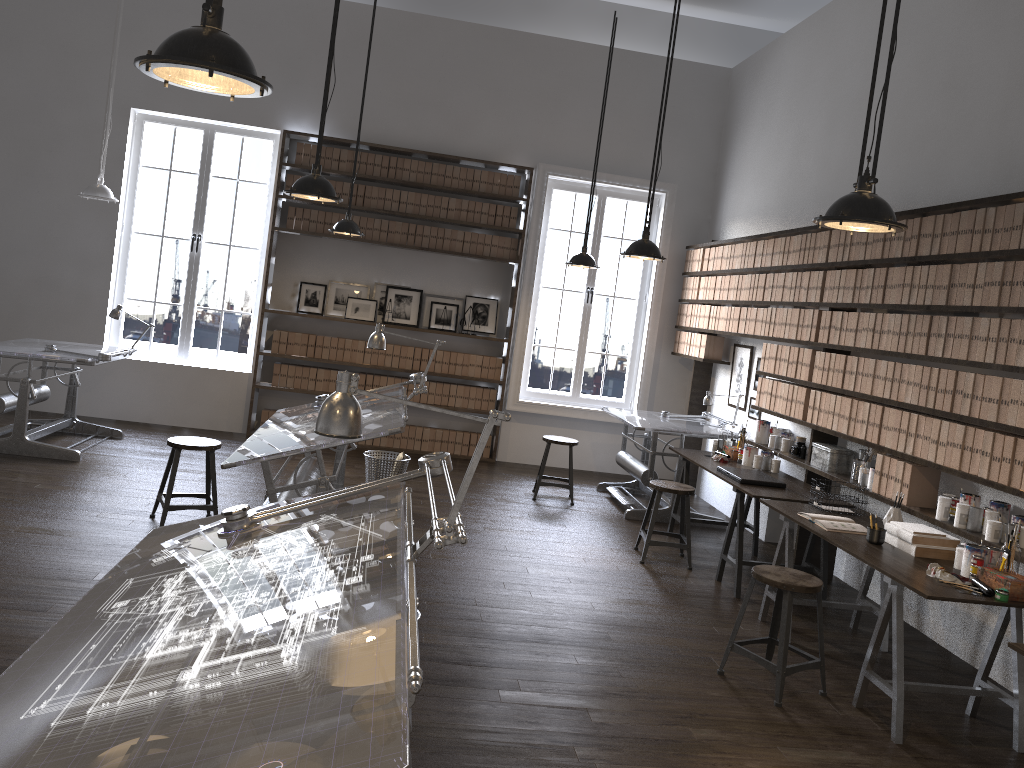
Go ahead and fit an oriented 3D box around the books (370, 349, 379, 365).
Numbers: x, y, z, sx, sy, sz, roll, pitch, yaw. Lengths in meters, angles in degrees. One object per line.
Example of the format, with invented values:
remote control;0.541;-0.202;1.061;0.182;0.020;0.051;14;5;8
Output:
books;-1.383;-0.308;8.949;0.066;0.225;0.175;7;3;-8

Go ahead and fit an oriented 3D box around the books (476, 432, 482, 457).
books;-0.338;0.625;9.129;0.066;0.225;0.175;7;3;-8

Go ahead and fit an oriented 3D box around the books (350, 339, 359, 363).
books;-1.585;-0.333;8.921;0.066;0.225;0.175;7;3;-8

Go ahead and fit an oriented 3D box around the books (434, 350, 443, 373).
books;-0.749;-0.232;9.029;0.066;0.225;0.175;7;3;-8

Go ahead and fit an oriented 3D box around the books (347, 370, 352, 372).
books;-1.659;-0.018;8.930;0.066;0.225;0.175;7;3;-8

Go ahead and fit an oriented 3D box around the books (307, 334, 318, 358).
books;-2.000;-0.382;8.863;0.067;0.225;0.175;7;3;-8

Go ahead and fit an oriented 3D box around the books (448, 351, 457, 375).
books;-0.610;-0.215;9.051;0.066;0.225;0.175;7;3;-8

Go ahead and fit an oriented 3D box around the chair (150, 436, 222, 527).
chair;-1.975;0.611;5.429;0.371;0.527;0.360;6;3;-29

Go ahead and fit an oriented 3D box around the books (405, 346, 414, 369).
books;-1.041;-0.267;8.992;0.066;0.225;0.175;7;3;-8

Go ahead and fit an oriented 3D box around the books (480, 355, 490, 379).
books;-0.282;-0.176;9.093;0.066;0.225;0.175;7;3;-8

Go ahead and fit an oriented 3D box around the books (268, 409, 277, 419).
books;-2.397;0.378;8.856;0.066;0.225;0.175;7;3;-8

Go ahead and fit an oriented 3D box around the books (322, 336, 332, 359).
books;-1.856;-0.365;8.883;0.066;0.225;0.175;7;3;-8

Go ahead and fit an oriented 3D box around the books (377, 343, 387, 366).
books;-1.314;-0.300;8.959;0.066;0.225;0.175;7;3;-8

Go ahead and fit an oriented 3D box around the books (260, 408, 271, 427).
books;-2.465;0.369;8.849;0.066;0.225;0.175;7;3;-8

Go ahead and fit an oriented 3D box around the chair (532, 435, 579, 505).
chair;0.384;0.732;7.613;0.358;0.527;0.372;8;3;1

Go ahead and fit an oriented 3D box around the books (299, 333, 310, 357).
books;-2.073;-0.391;8.859;0.066;0.225;0.175;7;3;-8

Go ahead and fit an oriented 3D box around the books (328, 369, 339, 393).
books;-1.795;-0.034;8.906;0.067;0.225;0.175;7;3;-8

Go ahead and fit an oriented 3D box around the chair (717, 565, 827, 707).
chair;1.243;1.148;4.116;0.357;0.527;0.373;6;4;-34

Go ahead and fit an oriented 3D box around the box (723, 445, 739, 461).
box;1.698;0.526;6.705;0.137;0.083;0.212;7;5;-8

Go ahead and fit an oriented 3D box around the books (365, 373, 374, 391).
books;-1.445;0.008;8.953;0.067;0.225;0.175;7;3;-8

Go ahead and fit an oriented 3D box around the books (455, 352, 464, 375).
books;-0.543;-0.207;9.054;0.067;0.225;0.175;7;3;-8

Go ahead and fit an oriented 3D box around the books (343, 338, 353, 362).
books;-1.650;-0.340;8.908;0.067;0.225;0.175;7;3;-8

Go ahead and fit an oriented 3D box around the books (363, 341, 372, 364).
books;-1.451;-0.316;8.936;0.067;0.225;0.175;7;3;-8

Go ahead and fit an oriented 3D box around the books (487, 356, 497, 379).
books;-0.213;-0.168;9.104;0.066;0.225;0.175;7;3;-8

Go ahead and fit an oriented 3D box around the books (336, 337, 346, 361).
books;-1.717;-0.349;8.905;0.066;0.225;0.175;7;3;-8

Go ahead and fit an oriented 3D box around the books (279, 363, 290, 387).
books;-2.271;-0.091;8.843;0.066;0.225;0.175;7;3;-8

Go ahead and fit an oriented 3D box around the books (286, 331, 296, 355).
books;-2.199;-0.406;8.836;0.067;0.225;0.175;7;3;-8

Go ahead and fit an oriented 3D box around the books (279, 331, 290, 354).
books;-2.270;-0.415;8.826;0.066;0.225;0.175;7;3;-8

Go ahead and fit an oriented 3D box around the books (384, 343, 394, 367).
books;-1.245;-0.292;8.965;0.066;0.225;0.175;7;3;-8

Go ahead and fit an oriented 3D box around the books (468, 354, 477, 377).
books;-0.416;-0.192;9.074;0.066;0.225;0.175;7;3;-8

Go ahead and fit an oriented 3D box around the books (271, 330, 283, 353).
books;-2.342;-0.424;8.820;0.066;0.225;0.175;7;3;-8

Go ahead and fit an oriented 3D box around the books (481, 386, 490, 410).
books;-0.280;0.148;9.111;0.066;0.225;0.175;7;3;-8

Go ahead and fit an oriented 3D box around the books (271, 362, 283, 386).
books;-2.342;-0.099;8.833;0.067;0.225;0.175;7;3;-8

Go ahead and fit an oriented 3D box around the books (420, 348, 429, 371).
books;-0.893;-0.249;9.009;0.067;0.225;0.175;7;3;-8

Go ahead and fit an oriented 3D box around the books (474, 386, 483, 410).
books;-0.350;0.140;9.102;0.066;0.225;0.175;7;3;-8

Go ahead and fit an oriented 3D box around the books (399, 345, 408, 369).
books;-1.102;-0.274;8.980;0.067;0.225;0.175;7;3;-8

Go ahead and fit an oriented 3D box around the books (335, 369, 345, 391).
books;-1.729;-0.026;8.920;0.066;0.225;0.175;7;3;-8

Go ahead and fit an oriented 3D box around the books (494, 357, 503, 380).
books;-0.148;-0.159;9.106;0.067;0.225;0.175;7;3;-8

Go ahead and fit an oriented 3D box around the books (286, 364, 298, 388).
books;-2.200;-0.083;8.855;0.066;0.225;0.175;7;3;-8

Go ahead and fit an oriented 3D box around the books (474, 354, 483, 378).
books;-0.350;-0.184;9.080;0.067;0.225;0.175;7;3;-8

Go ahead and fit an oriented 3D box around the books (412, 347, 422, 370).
books;-0.966;-0.258;9.005;0.066;0.225;0.175;7;3;-8

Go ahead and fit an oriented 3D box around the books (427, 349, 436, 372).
books;-0.820;-0.241;9.024;0.066;0.225;0.175;7;3;-8

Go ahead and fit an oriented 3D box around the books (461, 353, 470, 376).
books;-0.478;-0.199;9.067;0.066;0.225;0.175;7;3;-8

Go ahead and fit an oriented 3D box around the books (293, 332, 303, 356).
books;-2.137;-0.399;8.848;0.066;0.225;0.175;7;3;-8

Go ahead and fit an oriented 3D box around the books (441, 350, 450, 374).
books;-0.680;-0.224;9.042;0.066;0.225;0.175;7;3;-8

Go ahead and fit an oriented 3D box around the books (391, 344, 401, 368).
books;-1.173;-0.283;8.971;0.066;0.225;0.175;7;3;-8

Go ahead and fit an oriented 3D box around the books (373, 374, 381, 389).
books;-1.373;0.017;8.968;0.066;0.225;0.175;7;3;-8

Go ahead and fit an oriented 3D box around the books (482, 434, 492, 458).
books;-0.263;0.634;9.136;0.066;0.225;0.175;7;3;-8

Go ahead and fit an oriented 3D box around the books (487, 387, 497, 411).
books;-0.210;0.157;9.116;0.066;0.225;0.175;7;3;-8

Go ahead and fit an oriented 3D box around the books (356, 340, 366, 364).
books;-1.523;-0.325;8.928;0.066;0.225;0.175;7;3;-8

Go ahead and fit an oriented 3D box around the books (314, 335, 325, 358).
books;-1.927;-0.374;8.878;0.066;0.225;0.175;7;3;-8

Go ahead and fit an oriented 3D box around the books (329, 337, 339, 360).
books;-1.787;-0.357;8.896;0.066;0.225;0.175;7;3;-8

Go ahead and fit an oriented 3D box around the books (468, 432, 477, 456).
books;-0.410;0.617;9.114;0.067;0.225;0.175;7;3;-8

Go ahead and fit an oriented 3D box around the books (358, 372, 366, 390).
books;-1.520;-0.001;8.948;0.066;0.225;0.175;7;3;-8

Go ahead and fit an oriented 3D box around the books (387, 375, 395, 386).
books;-1.237;0.033;8.982;0.066;0.225;0.175;7;3;-8

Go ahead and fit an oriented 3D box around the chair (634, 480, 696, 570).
chair;1.066;0.955;6.081;0.358;0.527;0.372;8;3;1

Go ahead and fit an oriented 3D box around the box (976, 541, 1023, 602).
box;2.081;0.775;3.704;0.137;0.207;0.212;7;3;-7
